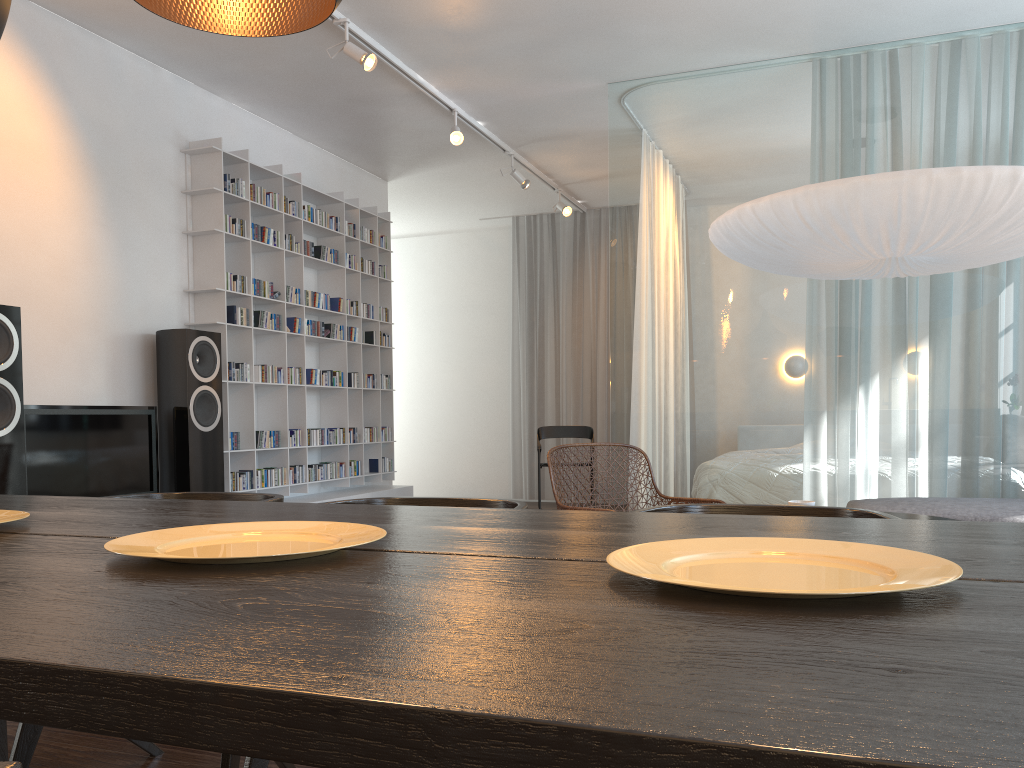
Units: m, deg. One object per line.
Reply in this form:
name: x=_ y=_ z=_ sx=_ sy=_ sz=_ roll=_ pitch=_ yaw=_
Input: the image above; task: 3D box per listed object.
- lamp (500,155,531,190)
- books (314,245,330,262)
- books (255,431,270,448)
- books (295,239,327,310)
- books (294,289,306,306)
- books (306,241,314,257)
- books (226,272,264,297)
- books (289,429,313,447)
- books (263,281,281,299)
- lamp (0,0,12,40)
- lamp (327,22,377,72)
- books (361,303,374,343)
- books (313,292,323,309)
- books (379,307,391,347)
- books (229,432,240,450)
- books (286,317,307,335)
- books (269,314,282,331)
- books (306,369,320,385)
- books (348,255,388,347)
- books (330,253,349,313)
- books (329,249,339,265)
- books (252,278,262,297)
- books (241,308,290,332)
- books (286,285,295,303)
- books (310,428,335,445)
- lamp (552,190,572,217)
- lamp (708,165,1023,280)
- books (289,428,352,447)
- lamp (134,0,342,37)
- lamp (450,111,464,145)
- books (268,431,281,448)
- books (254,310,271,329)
lamp: x=0.030 y=-1.536 z=6.392 sx=0.250 sy=0.240 sz=0.085 roll=-1 pitch=1 yaw=-39
books: x=-1.303 y=-0.880 z=6.023 sx=0.090 sy=0.108 sz=0.118 roll=-1 pitch=0 yaw=21
books: x=-1.545 y=0.339 z=5.390 sx=0.090 sy=0.108 sz=0.118 roll=-1 pitch=0 yaw=21
books: x=-1.364 y=-0.721 z=5.869 sx=0.100 sy=0.432 sz=0.350 roll=0 pitch=1 yaw=20
books: x=-1.407 y=-0.562 z=5.752 sx=0.099 sy=0.104 sz=0.139 roll=-1 pitch=-1 yaw=19
books: x=-1.366 y=-0.885 z=5.856 sx=0.090 sy=0.104 sz=0.074 roll=-1 pitch=1 yaw=21
books: x=-1.611 y=-0.580 z=5.213 sx=0.102 sy=0.104 sz=0.383 roll=-1 pitch=-2 yaw=21
books: x=-1.405 y=0.350 z=5.770 sx=0.100 sy=0.113 sz=0.268 roll=-1 pitch=-1 yaw=19
books: x=-1.508 y=-0.570 z=5.483 sx=0.090 sy=0.106 sz=0.163 roll=-1 pitch=-1 yaw=21
lamp: x=-1.026 y=-0.768 z=1.398 sx=0.410 sy=0.542 sz=0.410 roll=-1 pitch=1 yaw=-22
lamp: x=-0.768 y=-1.610 z=4.213 sx=0.250 sy=0.240 sz=0.085 roll=-1 pitch=2 yaw=6
books: x=-1.110 y=-0.444 z=6.546 sx=0.115 sy=0.300 sz=0.230 roll=0 pitch=1 yaw=21
books: x=-1.335 y=-0.558 z=5.941 sx=0.090 sy=0.108 sz=0.118 roll=-1 pitch=0 yaw=21
books: x=-1.023 y=-0.437 z=6.777 sx=0.115 sy=0.300 sz=0.183 roll=0 pitch=1 yaw=21
books: x=-1.646 y=0.331 z=5.127 sx=0.099 sy=0.104 sz=0.132 roll=-1 pitch=0 yaw=19
books: x=-1.408 y=-0.375 z=5.747 sx=0.090 sy=0.110 sz=0.157 roll=0 pitch=-1 yaw=21
books: x=-1.501 y=-0.380 z=5.506 sx=0.099 sy=0.104 sz=0.132 roll=-1 pitch=0 yaw=19
books: x=-1.349 y=-0.046 z=5.906 sx=0.090 sy=0.108 sz=0.118 roll=-1 pitch=0 yaw=21
books: x=-1.095 y=-0.606 z=6.585 sx=0.115 sy=0.627 sz=0.568 roll=0 pitch=0 yaw=21
books: x=-1.222 y=-0.711 z=6.239 sx=0.090 sy=0.432 sz=0.156 roll=0 pitch=2 yaw=21
books: x=-1.263 y=-0.876 z=6.131 sx=0.099 sy=0.104 sz=0.132 roll=-1 pitch=0 yaw=19
books: x=-1.571 y=-0.576 z=5.319 sx=0.099 sy=0.104 sz=0.132 roll=-1 pitch=0 yaw=19
books: x=-1.532 y=-0.384 z=5.419 sx=0.090 sy=0.106 sz=0.503 roll=-1 pitch=-2 yaw=21
books: x=-1.448 y=-0.568 z=5.640 sx=0.090 sy=0.108 sz=0.118 roll=-1 pitch=0 yaw=21
books: x=-1.316 y=0.358 z=6.008 sx=0.115 sy=0.113 sz=0.234 roll=-1 pitch=-1 yaw=21
lamp: x=0.402 y=-1.502 z=7.376 sx=0.085 sy=0.240 sz=0.250 roll=-2 pitch=1 yaw=-37
lamp: x=1.549 y=-0.580 z=3.586 sx=1.470 sy=0.210 sz=1.470 roll=1 pitch=-2 yaw=-33
books: x=-1.326 y=0.357 z=5.980 sx=0.115 sy=0.112 sz=0.764 roll=-1 pitch=-2 yaw=21
lamp: x=-0.372 y=-0.784 z=1.151 sx=0.411 sy=0.542 sz=0.410 roll=-1 pitch=1 yaw=-3
lamp: x=-0.357 y=-1.567 z=5.446 sx=0.085 sy=0.240 sz=0.250 roll=-1 pitch=0 yaw=-13
books: x=-1.505 y=0.344 z=5.499 sx=0.099 sy=0.104 sz=0.132 roll=-1 pitch=0 yaw=19
books: x=-1.541 y=-0.388 z=5.398 sx=0.090 sy=0.108 sz=0.118 roll=-1 pitch=0 yaw=21
